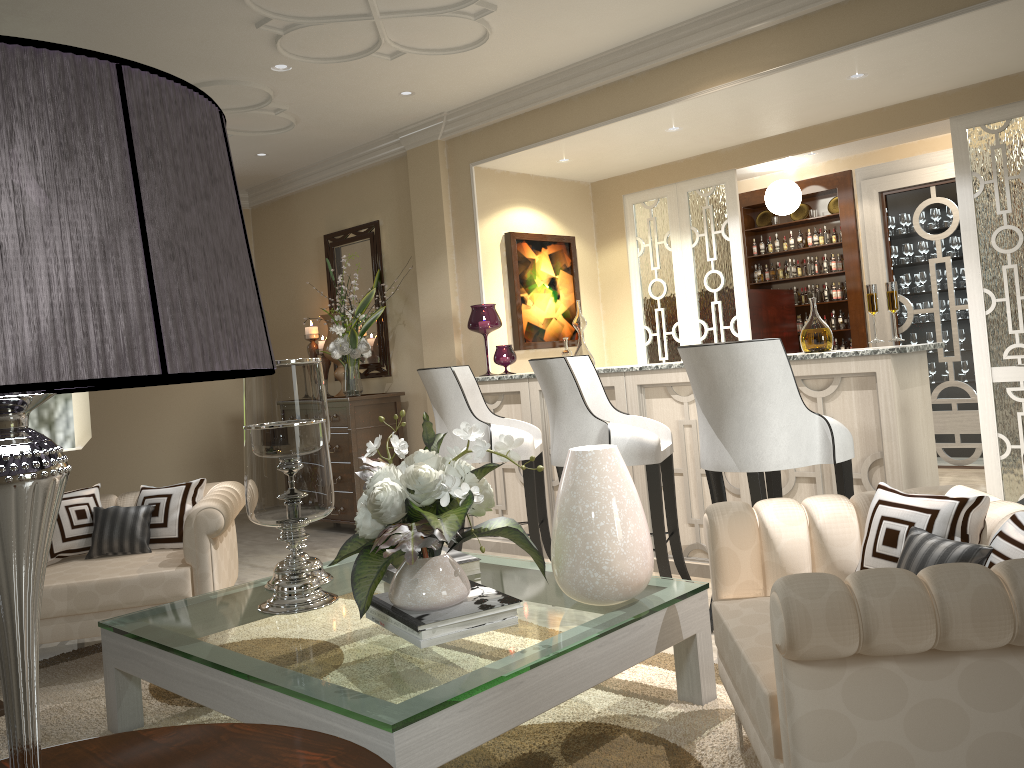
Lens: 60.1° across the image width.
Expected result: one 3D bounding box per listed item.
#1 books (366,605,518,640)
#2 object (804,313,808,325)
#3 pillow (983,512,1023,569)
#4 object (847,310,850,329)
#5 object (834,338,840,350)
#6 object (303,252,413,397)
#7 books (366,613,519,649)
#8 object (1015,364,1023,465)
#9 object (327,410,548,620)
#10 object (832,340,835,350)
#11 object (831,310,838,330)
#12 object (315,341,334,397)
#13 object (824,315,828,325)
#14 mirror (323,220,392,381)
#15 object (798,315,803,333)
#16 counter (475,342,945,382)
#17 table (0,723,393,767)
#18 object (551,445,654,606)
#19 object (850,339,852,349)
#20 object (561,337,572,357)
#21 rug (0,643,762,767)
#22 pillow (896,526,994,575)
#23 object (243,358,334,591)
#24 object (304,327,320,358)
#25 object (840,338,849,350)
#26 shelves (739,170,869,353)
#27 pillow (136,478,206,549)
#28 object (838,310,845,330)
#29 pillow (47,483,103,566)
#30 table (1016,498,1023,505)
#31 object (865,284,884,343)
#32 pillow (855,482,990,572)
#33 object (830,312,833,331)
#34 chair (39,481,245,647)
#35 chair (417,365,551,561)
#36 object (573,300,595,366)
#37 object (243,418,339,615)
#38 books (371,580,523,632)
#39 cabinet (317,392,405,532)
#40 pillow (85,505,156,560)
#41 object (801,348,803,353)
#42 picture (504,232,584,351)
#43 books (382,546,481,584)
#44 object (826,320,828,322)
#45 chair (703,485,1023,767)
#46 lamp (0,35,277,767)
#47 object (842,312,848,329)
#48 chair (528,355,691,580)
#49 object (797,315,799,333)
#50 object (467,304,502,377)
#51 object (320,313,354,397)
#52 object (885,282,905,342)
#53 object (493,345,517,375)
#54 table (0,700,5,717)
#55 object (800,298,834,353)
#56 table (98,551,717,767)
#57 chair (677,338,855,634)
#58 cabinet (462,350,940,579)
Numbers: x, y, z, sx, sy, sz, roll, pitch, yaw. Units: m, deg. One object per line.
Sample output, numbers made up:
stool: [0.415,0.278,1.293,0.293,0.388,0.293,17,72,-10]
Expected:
books: [-0.183,0.557,2.189,0.254,0.019,0.336,-6,2,-32]
object: [2.149,-0.446,6.453,0.038,0.148,0.036,-3,-2,-45]
pillow: [0.921,0.364,1.580,0.164,0.223,0.251,-5,0,7]
object: [2.379,-0.455,6.233,0.033,0.137,0.031,-3,-2,-44]
object: [2.322,-0.254,6.333,0.038,0.148,0.036,-3,-2,-43]
object: [-0.940,-0.356,5.409,0.606,0.853,0.560,-4,-1,-33]
books: [-0.180,0.576,2.183,0.254,0.019,0.342,-6,2,-30]
object: [1.584,0.147,2.639,0.121,0.417,0.120,-3,-2,-41]
object: [-0.232,0.305,2.182,0.545,0.475,0.511,-5,0,45]
object: [2.332,-0.248,6.394,0.039,0.132,0.037,-3,-2,-45]
object: [2.296,-0.455,6.308,0.038,0.148,0.036,-3,-2,-43]
object: [-1.218,-0.102,5.771,0.102,0.374,0.103,-6,-2,34]
object: [2.251,-0.436,6.358,0.032,0.116,0.034,-6,-2,41]
mirror: [-1.012,-0.530,5.803,0.599,0.995,0.035,-6,-2,44]
object: [2.114,-0.438,6.487,0.031,0.137,0.033,-6,-2,44]
counter: [0.619,-0.077,3.924,2.333,0.021,0.379,-4,2,44]
table: [-0.398,0.686,0.771,0.672,0.499,0.675,-5,0,41]
object: [0.222,0.354,2.250,0.251,0.386,0.252,-5,-1,39]
object: [2.405,-0.254,6.257,0.033,0.137,0.031,-3,-2,-44]
object: [0.263,-0.142,4.240,0.051,0.161,0.051,-6,-2,39]
rug: [-0.751,0.941,1.999,2.963,0.022,2.676,-4,2,44]
pillow: [0.826,0.389,1.723,0.127,0.187,0.238,-5,0,-11]
object: [-0.680,0.269,2.725,0.251,0.684,0.250,-4,-2,-41]
object: [-1.309,-0.150,5.855,0.102,0.471,0.103,-6,-2,34]
object: [2.378,-0.256,6.325,0.042,0.142,0.126,-6,-1,32]
shelves: [2.890,-0.530,5.815,2.991,1.991,0.184,-4,-1,44]
pillow: [-1.301,0.503,3.344,0.299,0.269,0.197,-5,-1,13]
object: [2.331,-0.454,6.266,0.044,0.142,0.042,-3,-2,-43]
pillow: [-1.615,0.512,3.255,0.185,0.251,0.284,-5,0,37]
table: [1.673,0.532,2.544,0.391,0.359,0.331,-5,0,44]
object: [1.318,-0.256,3.227,0.055,0.213,0.055,-6,-2,39]
pillow: [0.863,0.353,1.888,0.184,0.249,0.280,-5,0,-23]
object: [2.306,-0.449,6.370,0.039,0.132,0.037,-3,-2,-45]
chair: [-1.411,0.697,3.200,0.850,0.553,0.709,-5,0,-11]
chair: [-0.105,0.386,3.829,0.541,0.952,0.457,-5,-1,9]
object: [0.325,-0.231,4.176,0.109,0.331,0.109,-4,-2,-41]
object: [-0.616,0.359,2.473,0.236,0.505,0.237,-6,-2,41]
books: [-0.175,0.539,2.192,0.275,0.016,0.340,-6,1,-29]
cabinet: [-1.067,0.487,5.570,0.822,0.814,0.428,-5,-1,44]
pillow: [-1.421,0.536,3.225,0.251,0.187,0.128,-5,-1,-9]
object: [2.140,-0.237,6.511,0.031,0.137,0.033,-6,-2,44]
picture: [0.205,-0.561,5.370,0.049,0.694,0.597,-6,-1,44]
books: [-0.287,0.560,2.738,0.260,0.044,0.350,-5,1,-28]
object: [2.274,-0.439,6.423,0.031,0.114,0.033,-6,-2,41]
chair: [0.809,0.543,1.740,0.733,0.552,0.849,-5,0,4]
lamp: [-0.447,0.097,0.788,0.473,0.682,0.474,-5,-1,19]
object: [2.375,-0.450,6.335,0.042,0.124,0.044,-6,-2,43]
chair: [0.368,0.357,3.376,0.541,0.952,0.458,-5,-1,19]
object: [2.116,-0.439,6.531,0.033,0.137,0.031,-3,-2,-45]
object: [-0.139,-0.234,4.747,0.181,0.382,0.180,-4,-2,-41]
object: [-1.094,-0.183,5.648,0.221,0.523,0.222,-6,-2,39]
object: [1.370,-0.260,3.178,0.055,0.213,0.055,-6,-2,39]
object: [-0.036,-0.127,4.653,0.120,0.155,0.119,-4,-1,-42]
table: [-1.524,0.918,2.267,0.384,0.156,0.337,-4,1,44]
object: [1.158,-0.223,3.382,0.120,0.212,0.119,-4,-1,-41]
table: [-0.301,0.762,2.382,1.297,0.345,1.059,-4,1,44]
chair: [0.842,0.328,2.920,0.542,0.952,0.456,-4,-1,-31]
cabinet: [0.639,0.361,3.922,2.252,0.855,0.352,-4,0,44]
